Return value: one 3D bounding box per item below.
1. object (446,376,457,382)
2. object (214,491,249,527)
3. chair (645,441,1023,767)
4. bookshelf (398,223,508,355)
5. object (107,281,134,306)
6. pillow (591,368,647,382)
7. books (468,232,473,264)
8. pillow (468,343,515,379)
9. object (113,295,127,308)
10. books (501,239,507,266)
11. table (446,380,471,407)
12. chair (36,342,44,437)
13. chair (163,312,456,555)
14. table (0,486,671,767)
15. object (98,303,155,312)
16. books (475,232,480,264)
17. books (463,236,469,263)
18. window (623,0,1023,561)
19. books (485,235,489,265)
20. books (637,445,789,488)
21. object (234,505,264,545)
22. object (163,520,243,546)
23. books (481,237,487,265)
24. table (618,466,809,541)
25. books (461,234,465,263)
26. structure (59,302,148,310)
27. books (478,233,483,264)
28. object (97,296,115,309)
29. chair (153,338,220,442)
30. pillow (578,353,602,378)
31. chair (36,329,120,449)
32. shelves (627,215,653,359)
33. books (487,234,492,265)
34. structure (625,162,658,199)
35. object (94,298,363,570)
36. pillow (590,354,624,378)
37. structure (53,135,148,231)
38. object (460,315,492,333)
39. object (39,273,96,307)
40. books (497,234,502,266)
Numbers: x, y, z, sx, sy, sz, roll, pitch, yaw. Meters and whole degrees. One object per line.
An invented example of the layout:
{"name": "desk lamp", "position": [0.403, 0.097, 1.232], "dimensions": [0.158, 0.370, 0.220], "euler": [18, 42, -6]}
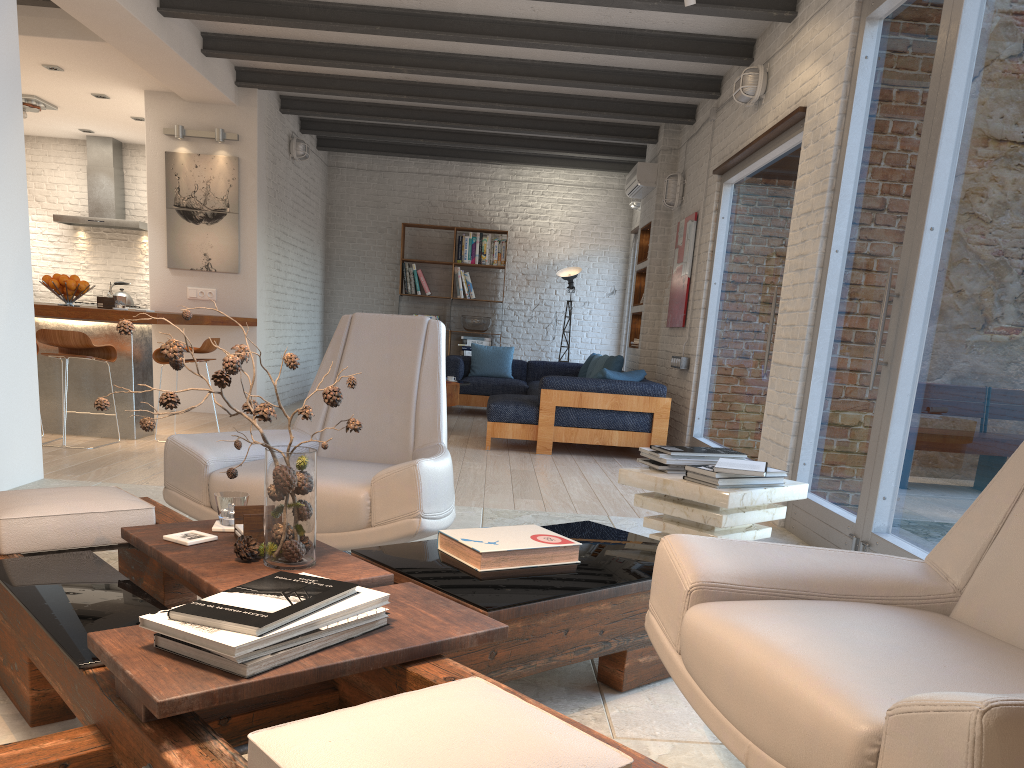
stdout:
{"name": "object", "position": [-0.640, -0.046, 9.091], "dimensions": [0.155, 0.059, 0.263], "euler": [3, 4, -9]}
{"name": "object", "position": [-0.762, 0.341, 2.370], "dimensions": [0.090, 0.087, 0.089], "euler": [-3, 11, -42]}
{"name": "chair", "position": [0.917, 0.446, 1.717], "dimensions": [0.984, 1.030, 0.995], "euler": [1, 9, -17]}
{"name": "bookshelf", "position": [-0.786, -0.855, 11.240], "dimensions": [1.318, 2.272, 0.351], "euler": [4, 13, -2]}
{"name": "object", "position": [-4.633, -1.075, 10.355], "dimensions": [0.261, 0.284, 0.256], "euler": [7, 9, 20]}
{"name": "pillow", "position": [0.854, 0.025, 7.485], "dimensions": [0.561, 0.338, 0.368], "euler": [-1, 9, -41]}
{"name": "books", "position": [-0.530, -1.714, 11.058], "dimensions": [0.036, 0.395, 0.236], "euler": [4, 11, -1]}
{"name": "pillow", "position": [-0.243, -0.274, 10.552], "dimensions": [0.556, 0.422, 0.216], "euler": [4, 11, -3]}
{"name": "object", "position": [-2.803, -0.586, 6.233], "dimensions": [0.091, 0.087, 0.089], "euler": [6, 8, 13]}
{"name": "books", "position": [-0.108, -1.658, 11.099], "dimensions": [0.055, 0.340, 0.246], "euler": [4, 10, -1]}
{"name": "table", "position": [-1.019, 0.161, 8.888], "dimensions": [1.075, 0.459, 1.783], "euler": [5, 4, 4]}
{"name": "chair", "position": [-3.512, -0.013, 5.925], "dimensions": [0.405, 0.799, 0.407], "euler": [4, 11, -2]}
{"name": "chair", "position": [-0.638, 0.233, 3.383], "dimensions": [1.022, 1.048, 0.947], "euler": [6, 9, 15]}
{"name": "table", "position": [-0.295, 0.616, 2.234], "dimensions": [1.960, 0.442, 2.157], "euler": [1, 5, -41]}
{"name": "object", "position": [-2.802, -0.551, 6.274], "dimensions": [0.395, 0.036, 0.193], "euler": [4, 4, 2]}
{"name": "books", "position": [-0.436, -1.707, 11.055], "dimensions": [0.036, 0.395, 0.236], "euler": [4, 11, -1]}
{"name": "books", "position": [-0.578, -1.690, 11.059], "dimensions": [0.055, 0.340, 0.246], "euler": [4, 10, -1]}
{"name": "window", "position": [2.007, -2.414, 4.845], "dimensions": [0.648, 6.582, 11.989], "euler": [4, 6, -1]}
{"name": "books", "position": [-0.315, -1.686, 11.072], "dimensions": [0.021, 0.370, 0.263], "euler": [4, 10, -1]}
{"name": "books", "position": [0.749, 0.303, 3.155], "dimensions": [0.390, 0.082, 0.552], "euler": [3, 4, -18]}
{"name": "object", "position": [-0.663, 0.368, 2.272], "dimensions": [0.094, 0.084, 0.111], "euler": [0, 8, -29]}
{"name": "object", "position": [-0.779, 0.382, 2.298], "dimensions": [0.271, 0.036, 0.242], "euler": [2, 4, -30]}
{"name": "books", "position": [-0.354, -1.673, 11.060], "dimensions": [0.055, 0.340, 0.246], "euler": [4, 10, -1]}
{"name": "table", "position": [0.727, 0.593, 3.280], "dimensions": [0.491, 0.520, 0.483], "euler": [-3, 11, -41]}
{"name": "books", "position": [-0.616, -1.708, 11.071], "dimensions": [0.021, 0.370, 0.263], "euler": [4, 10, -1]}
{"name": "structure", "position": [-4.892, -0.946, 10.478], "dimensions": [0.812, 0.033, 0.573], "euler": [4, 3, -2]}
{"name": "books", "position": [-0.399, -1.705, 11.066], "dimensions": [0.036, 0.395, 0.236], "euler": [4, 11, -1]}
{"name": "object", "position": [-2.930, -0.586, 6.305], "dimensions": [0.112, 0.084, 0.093], "euler": [11, 10, 43]}
{"name": "chair", "position": [-2.379, 0.037, 6.488], "dimensions": [0.423, 0.799, 0.390], "euler": [4, 11, -2]}
{"name": "pillow", "position": [0.928, -0.152, 10.100], "dimensions": [0.243, 0.409, 1.076], "euler": [4, 5, -2]}
{"name": "chair", "position": [-2.975, 0.026, 5.944], "dimensions": [0.405, 0.799, 0.407], "euler": [4, 11, -2]}
{"name": "shelves", "position": [1.442, -0.989, 9.224], "dimensions": [0.192, 1.472, 0.742], "euler": [4, 11, -1]}
{"name": "books", "position": [-0.285, -1.698, 11.083], "dimensions": [0.036, 0.395, 0.236], "euler": [4, 11, -1]}
{"name": "structure", "position": [1.321, -2.085, 8.969], "dimensions": [0.200, 0.225, 0.792], "euler": [4, 4, -1]}
{"name": "object", "position": [-0.636, 0.120, 1.958], "dimensions": [0.541, 0.626, 0.307], "euler": [-1, 12, -30]}
{"name": "pillow", "position": [0.940, -0.098, 8.781], "dimensions": [0.255, 0.428, 1.178], "euler": [4, 5, -2]}
{"name": "structure", "position": [-4.790, -2.358, 10.214], "dimensions": [0.986, 1.025, 0.441], "euler": [4, 12, -2]}
{"name": "object", "position": [-0.469, -0.772, 11.299], "dimensions": [0.396, 0.208, 0.397], "euler": [9, 7, 40]}
{"name": "object", "position": [-3.200, -0.676, 6.284], "dimensions": [0.364, 0.229, 0.354], "euler": [0, 8, -36]}
{"name": "books", "position": [-0.154, -1.688, 11.075], "dimensions": [0.036, 0.395, 0.236], "euler": [4, 11, -1]}
